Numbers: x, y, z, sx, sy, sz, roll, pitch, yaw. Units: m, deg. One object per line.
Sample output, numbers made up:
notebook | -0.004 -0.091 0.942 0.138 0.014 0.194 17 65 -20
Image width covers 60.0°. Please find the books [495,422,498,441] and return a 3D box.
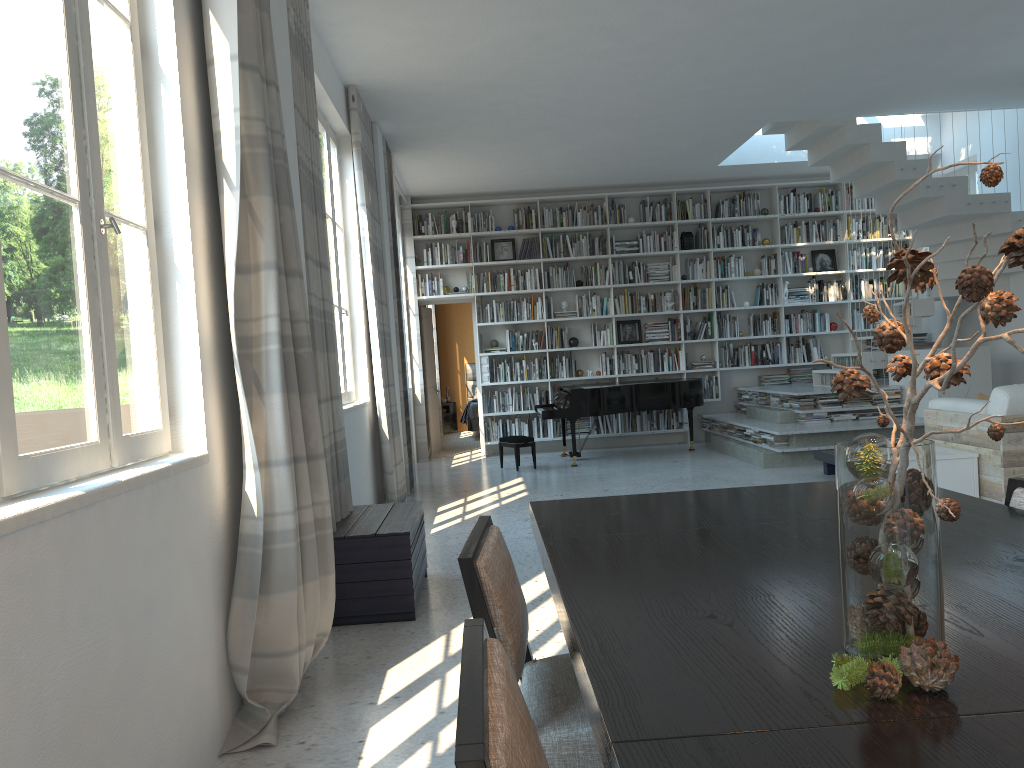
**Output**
books | -0.194 0.590 11.052 0.022 0.226 0.154 -4 2 -2

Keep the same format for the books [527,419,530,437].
books | 0.208 0.556 11.051 0.023 0.244 0.188 -4 2 -2

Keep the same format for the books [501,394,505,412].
books | -0.112 0.236 11.031 0.028 0.223 0.189 -4 2 -2

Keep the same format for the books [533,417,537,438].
books | 0.291 0.544 11.068 0.027 0.256 0.179 -4 2 -2

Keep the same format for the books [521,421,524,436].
books | 0.127 0.574 11.056 0.021 0.218 0.190 -4 2 -2

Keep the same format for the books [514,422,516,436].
books | 0.039 0.582 11.080 0.014 0.211 0.146 -4 2 -2

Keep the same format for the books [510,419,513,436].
books | -0.010 0.568 11.072 0.022 0.246 0.134 -4 2 -2

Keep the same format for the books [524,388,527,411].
books | 0.171 0.186 11.069 0.013 0.284 0.139 -4 2 -2

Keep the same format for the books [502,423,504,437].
books | -0.114 0.595 11.065 0.022 0.205 0.158 -4 2 -2

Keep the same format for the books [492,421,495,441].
books | -0.229 0.582 11.059 0.024 0.246 0.143 -4 2 -2

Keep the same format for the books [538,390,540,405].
books | 0.334 0.199 11.042 0.011 0.240 0.174 -4 2 -2

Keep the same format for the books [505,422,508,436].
books | -0.071 0.585 11.059 0.022 0.221 0.163 -4 2 -2

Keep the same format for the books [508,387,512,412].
books | -0.025 0.192 11.055 0.027 0.299 0.142 -4 2 -2

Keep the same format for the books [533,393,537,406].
books | 0.289 0.219 11.077 0.030 0.203 0.141 -4 2 -2

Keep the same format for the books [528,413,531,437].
books | 0.223 0.521 11.081 0.013 0.310 0.130 -4 2 -2

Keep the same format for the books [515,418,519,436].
books | 0.061 0.554 11.054 0.031 0.266 0.186 -4 2 -2

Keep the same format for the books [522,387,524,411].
books | 0.131 0.184 11.046 0.012 0.295 0.176 -4 2 -2

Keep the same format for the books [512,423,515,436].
books | 0.019 0.589 11.049 0.030 0.202 0.168 -4 2 -2

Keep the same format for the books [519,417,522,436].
books | 0.102 0.551 11.055 0.025 0.266 0.159 -4 2 -2

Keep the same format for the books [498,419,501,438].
books | -0.156 0.570 11.041 0.013 0.262 0.174 -4 2 -2

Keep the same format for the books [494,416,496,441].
books | -0.213 0.545 11.055 0.011 0.319 0.157 -4 2 -2

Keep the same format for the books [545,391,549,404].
books | 0.433 0.197 11.065 0.030 0.230 0.151 -4 2 -2

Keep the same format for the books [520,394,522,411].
books | 0.107 0.228 11.059 0.013 0.209 0.154 -4 2 -2

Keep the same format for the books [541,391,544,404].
books | 0.382 0.202 11.037 0.023 0.228 0.190 -4 2 -2

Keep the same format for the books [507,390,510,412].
books | -0.044 0.206 11.062 0.013 0.274 0.146 -4 2 -2

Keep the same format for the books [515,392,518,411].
books | 0.056 0.217 11.062 0.031 0.239 0.132 -4 2 -2

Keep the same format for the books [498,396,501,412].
books | -0.161 0.250 11.059 0.025 0.200 0.137 -4 2 -2

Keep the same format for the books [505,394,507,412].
books | -0.082 0.219 11.029 0.010 0.252 0.177 -4 2 -2

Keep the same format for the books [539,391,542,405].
books | 0.354 0.203 11.078 0.030 0.227 0.140 -4 2 -2

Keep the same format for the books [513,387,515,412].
books | 0.020 0.185 11.038 0.039 0.307 0.172 -4 2 -2

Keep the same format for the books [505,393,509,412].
books | -0.063 0.229 11.043 0.028 0.229 0.157 -4 2 -2

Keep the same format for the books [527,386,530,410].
books | 0.206 0.176 11.052 0.013 0.301 0.172 -4 2 -2

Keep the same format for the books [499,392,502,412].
books | -0.139 0.224 11.063 0.022 0.248 0.133 -4 2 -2

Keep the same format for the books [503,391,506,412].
books | -0.093 0.218 11.033 0.013 0.257 0.189 -4 2 -2

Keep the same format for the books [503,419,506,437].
books | -0.094 0.570 11.068 0.022 0.252 0.139 -4 2 -2

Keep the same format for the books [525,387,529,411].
books | 0.189 0.182 11.057 0.022 0.291 0.137 -4 2 -2

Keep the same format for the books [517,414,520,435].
books | 0.081 0.533 11.072 0.014 0.304 0.139 -4 2 -2

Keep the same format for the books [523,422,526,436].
books | 0.152 0.578 11.056 0.028 0.206 0.171 -4 2 -2

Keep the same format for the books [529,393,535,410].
books | 0.245 0.216 11.057 0.059 0.216 0.177 -4 2 -2

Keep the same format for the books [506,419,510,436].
books | -0.047 0.565 11.065 0.027 0.257 0.160 -4 2 -2

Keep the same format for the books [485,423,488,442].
books | -0.317 0.603 11.062 0.023 0.216 0.158 -4 2 -2

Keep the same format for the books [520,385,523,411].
books | 0.117 0.170 11.037 0.014 0.325 0.170 -4 2 -2

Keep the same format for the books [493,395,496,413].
books | -0.213 0.244 11.030 0.022 0.220 0.187 -4 2 -2

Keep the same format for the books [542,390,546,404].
books | 0.405 0.196 11.073 0.026 0.236 0.140 -4 2 -2

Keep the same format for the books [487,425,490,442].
books | -0.290 0.615 11.036 0.029 0.190 0.176 -4 2 -2

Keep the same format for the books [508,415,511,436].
books | -0.028 0.542 11.050 0.013 0.300 0.183 -4 2 -2

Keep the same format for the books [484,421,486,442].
books | -0.336 0.585 11.060 0.012 0.254 0.161 -4 2 -2

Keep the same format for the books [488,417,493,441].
books | -0.264 0.561 11.050 0.044 0.294 0.181 -4 2 -2

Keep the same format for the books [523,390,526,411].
books | 0.151 0.203 11.066 0.029 0.254 0.153 -4 2 -2

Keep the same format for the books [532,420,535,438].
books | 0.267 0.561 11.070 0.022 0.225 0.141 -4 2 -2

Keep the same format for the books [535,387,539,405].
books | 0.314 0.176 11.068 0.025 0.288 0.130 -4 2 -2

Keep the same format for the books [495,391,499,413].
books | -0.189 0.219 11.036 0.029 0.266 0.171 -4 2 -2

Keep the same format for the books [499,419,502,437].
books | -0.138 0.567 11.047 0.023 0.266 0.177 -4 2 -2

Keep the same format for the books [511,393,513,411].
books | -0.003 0.224 11.059 0.012 0.232 0.148 -4 2 -2

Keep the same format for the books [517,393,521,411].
books | 0.086 0.222 11.059 0.028 0.225 0.134 -4 2 -2

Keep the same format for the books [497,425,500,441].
books | -0.171 0.609 11.060 0.022 0.186 0.145 -4 2 -2

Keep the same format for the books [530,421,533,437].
books | 0.244 0.568 11.082 0.024 0.214 0.137 -4 2 -2

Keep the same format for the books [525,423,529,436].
books | 0.183 0.585 11.051 0.031 0.188 0.190 -4 2 -2
